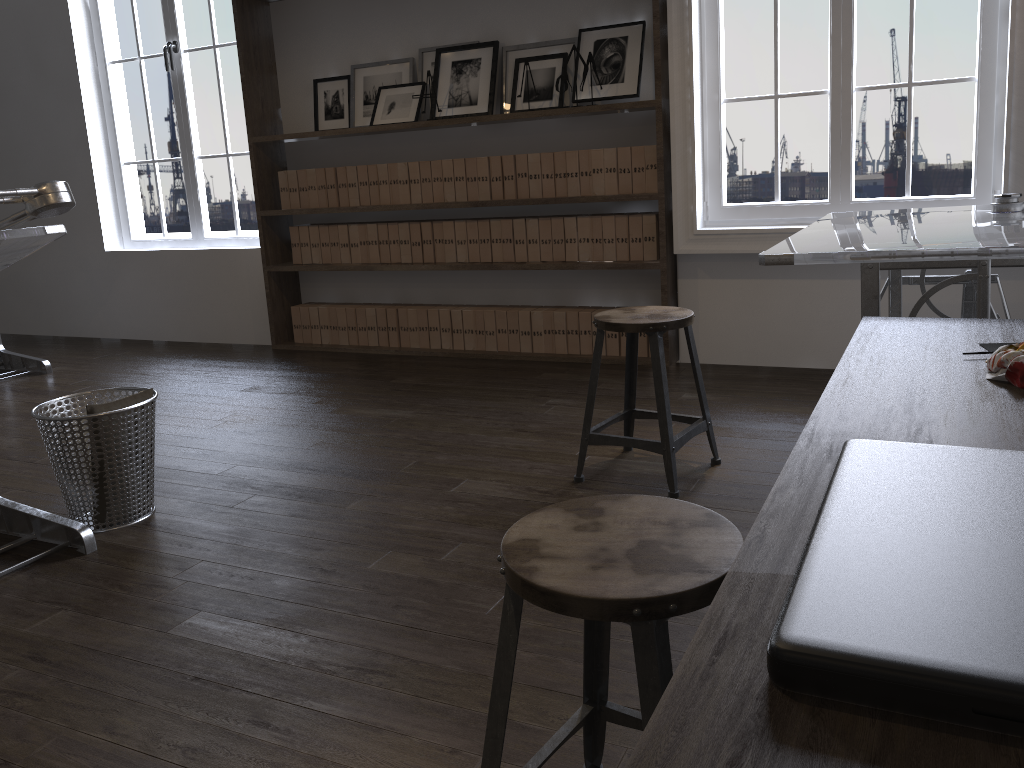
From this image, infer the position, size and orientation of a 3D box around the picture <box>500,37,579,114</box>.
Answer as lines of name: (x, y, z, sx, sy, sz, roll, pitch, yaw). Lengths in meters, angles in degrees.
picture: (0.140, -1.561, 4.521, 0.434, 0.357, 0.096, 3, 13, 26)

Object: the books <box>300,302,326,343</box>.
books: (-1.200, -0.372, 5.393, 0.067, 0.223, 0.176, 2, 13, 26)

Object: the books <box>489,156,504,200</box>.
books: (-0.043, -1.082, 4.642, 0.067, 0.223, 0.176, 2, 13, 26)

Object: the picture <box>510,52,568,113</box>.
picture: (0.135, -1.517, 4.486, 0.290, 0.287, 0.128, 3, 13, 26)

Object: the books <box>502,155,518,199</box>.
books: (0.021, -1.077, 4.605, 0.067, 0.223, 0.176, 2, 13, 26)

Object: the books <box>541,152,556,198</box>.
books: (0.217, -1.066, 4.513, 0.067, 0.223, 0.176, 2, 13, 26)

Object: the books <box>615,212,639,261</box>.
books: (0.576, -0.734, 4.406, 0.067, 0.223, 0.176, 2, 13, 26)

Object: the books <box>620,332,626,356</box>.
books: (0.606, -0.265, 4.492, 0.067, 0.223, 0.176, 2, 13, 26)

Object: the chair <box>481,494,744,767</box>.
chair: (0.157, 0.455, 1.190, 0.359, 0.523, 0.375, 5, 15, 34)

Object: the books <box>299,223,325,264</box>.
books: (-1.176, -0.835, 5.269, 0.067, 0.223, 0.176, 2, 13, 26)

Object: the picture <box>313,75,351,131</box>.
picture: (-1.036, -1.615, 5.128, 0.267, 0.312, 0.058, 3, 13, 27)

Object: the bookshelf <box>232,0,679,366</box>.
bookshelf: (-0.328, -1.300, 4.784, 2.475, 3.687, 0.416, 2, 13, 27)

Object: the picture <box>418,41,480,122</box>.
picture: (-0.342, -1.613, 4.758, 0.370, 0.402, 0.092, 3, 13, 26)

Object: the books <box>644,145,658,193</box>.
books: (0.698, -1.036, 4.268, 0.067, 0.223, 0.176, 2, 13, 26)

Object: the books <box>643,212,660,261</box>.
books: (0.701, -0.725, 4.339, 0.067, 0.223, 0.176, 2, 13, 26)

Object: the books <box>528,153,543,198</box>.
books: (0.152, -1.069, 4.540, 0.067, 0.223, 0.176, 2, 13, 26)

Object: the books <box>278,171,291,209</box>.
books: (-1.297, -1.155, 5.261, 0.067, 0.223, 0.176, 2, 13, 26)

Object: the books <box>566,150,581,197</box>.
books: (0.339, -1.058, 4.446, 0.067, 0.223, 0.176, 2, 13, 26)

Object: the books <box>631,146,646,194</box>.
books: (0.643, -1.042, 4.303, 0.067, 0.223, 0.176, 2, 13, 26)

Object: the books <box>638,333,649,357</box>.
books: (0.675, -0.263, 4.464, 0.067, 0.223, 0.176, 2, 13, 26)

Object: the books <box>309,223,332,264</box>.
books: (-1.110, -0.832, 5.239, 0.067, 0.223, 0.176, 2, 13, 26)

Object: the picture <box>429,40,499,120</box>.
picture: (-0.253, -1.587, 4.658, 0.374, 0.387, 0.150, 3, 13, 26)

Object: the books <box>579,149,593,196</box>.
books: (0.400, -1.055, 4.420, 0.067, 0.223, 0.176, 2, 13, 26)

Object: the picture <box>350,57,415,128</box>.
picture: (-0.728, -1.615, 4.950, 0.416, 0.362, 0.084, 3, 13, 26)

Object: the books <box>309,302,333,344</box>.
books: (-1.139, -0.368, 5.358, 0.067, 0.223, 0.176, 2, 13, 26)

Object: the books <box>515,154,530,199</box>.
books: (0.091, -1.074, 4.576, 0.067, 0.223, 0.176, 2, 13, 26)

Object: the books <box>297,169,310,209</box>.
books: (-1.169, -1.146, 5.194, 0.067, 0.223, 0.176, 2, 13, 26)

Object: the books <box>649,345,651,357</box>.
books: (0.742, -0.258, 4.428, 0.067, 0.223, 0.176, 2, 13, 26)

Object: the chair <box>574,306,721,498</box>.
chair: (0.428, 0.037, 2.817, 0.359, 0.523, 0.375, 5, 15, 34)

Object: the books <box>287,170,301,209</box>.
books: (-1.233, -1.150, 5.226, 0.067, 0.223, 0.176, 2, 13, 26)

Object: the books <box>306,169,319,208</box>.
books: (-1.110, -1.144, 5.169, 0.067, 0.223, 0.176, 2, 13, 26)

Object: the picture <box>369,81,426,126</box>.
picture: (-0.624, -1.521, 4.831, 0.300, 0.227, 0.146, 3, 14, 26)

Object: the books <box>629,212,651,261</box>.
books: (0.639, -0.730, 4.374, 0.067, 0.223, 0.176, 2, 13, 26)

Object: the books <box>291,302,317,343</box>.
books: (-1.262, -0.377, 5.426, 0.067, 0.223, 0.176, 2, 13, 26)

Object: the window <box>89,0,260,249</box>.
window: (-2.108, -2.037, 5.579, 1.484, 2.473, 0.154, 2, 13, 27)

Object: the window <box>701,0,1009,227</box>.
window: (1.388, -1.807, 3.710, 1.246, 2.287, 0.154, 2, 13, 27)

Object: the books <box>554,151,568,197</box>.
books: (0.281, -1.063, 4.481, 0.067, 0.223, 0.176, 2, 13, 26)

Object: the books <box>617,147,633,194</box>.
books: (0.579, -1.045, 4.332, 0.067, 0.223, 0.176, 2, 13, 26)

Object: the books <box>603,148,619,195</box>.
books: (0.515, -1.048, 4.360, 0.067, 0.223, 0.176, 2, 13, 26)

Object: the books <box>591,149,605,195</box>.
books: (0.456, -1.051, 4.391, 0.067, 0.223, 0.176, 2, 13, 26)

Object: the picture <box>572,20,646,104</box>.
picture: (0.471, -1.567, 4.318, 0.343, 0.361, 0.162, 3, 13, 26)

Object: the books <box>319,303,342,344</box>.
books: (-1.073, -0.364, 5.328, 0.067, 0.223, 0.176, 2, 13, 26)
